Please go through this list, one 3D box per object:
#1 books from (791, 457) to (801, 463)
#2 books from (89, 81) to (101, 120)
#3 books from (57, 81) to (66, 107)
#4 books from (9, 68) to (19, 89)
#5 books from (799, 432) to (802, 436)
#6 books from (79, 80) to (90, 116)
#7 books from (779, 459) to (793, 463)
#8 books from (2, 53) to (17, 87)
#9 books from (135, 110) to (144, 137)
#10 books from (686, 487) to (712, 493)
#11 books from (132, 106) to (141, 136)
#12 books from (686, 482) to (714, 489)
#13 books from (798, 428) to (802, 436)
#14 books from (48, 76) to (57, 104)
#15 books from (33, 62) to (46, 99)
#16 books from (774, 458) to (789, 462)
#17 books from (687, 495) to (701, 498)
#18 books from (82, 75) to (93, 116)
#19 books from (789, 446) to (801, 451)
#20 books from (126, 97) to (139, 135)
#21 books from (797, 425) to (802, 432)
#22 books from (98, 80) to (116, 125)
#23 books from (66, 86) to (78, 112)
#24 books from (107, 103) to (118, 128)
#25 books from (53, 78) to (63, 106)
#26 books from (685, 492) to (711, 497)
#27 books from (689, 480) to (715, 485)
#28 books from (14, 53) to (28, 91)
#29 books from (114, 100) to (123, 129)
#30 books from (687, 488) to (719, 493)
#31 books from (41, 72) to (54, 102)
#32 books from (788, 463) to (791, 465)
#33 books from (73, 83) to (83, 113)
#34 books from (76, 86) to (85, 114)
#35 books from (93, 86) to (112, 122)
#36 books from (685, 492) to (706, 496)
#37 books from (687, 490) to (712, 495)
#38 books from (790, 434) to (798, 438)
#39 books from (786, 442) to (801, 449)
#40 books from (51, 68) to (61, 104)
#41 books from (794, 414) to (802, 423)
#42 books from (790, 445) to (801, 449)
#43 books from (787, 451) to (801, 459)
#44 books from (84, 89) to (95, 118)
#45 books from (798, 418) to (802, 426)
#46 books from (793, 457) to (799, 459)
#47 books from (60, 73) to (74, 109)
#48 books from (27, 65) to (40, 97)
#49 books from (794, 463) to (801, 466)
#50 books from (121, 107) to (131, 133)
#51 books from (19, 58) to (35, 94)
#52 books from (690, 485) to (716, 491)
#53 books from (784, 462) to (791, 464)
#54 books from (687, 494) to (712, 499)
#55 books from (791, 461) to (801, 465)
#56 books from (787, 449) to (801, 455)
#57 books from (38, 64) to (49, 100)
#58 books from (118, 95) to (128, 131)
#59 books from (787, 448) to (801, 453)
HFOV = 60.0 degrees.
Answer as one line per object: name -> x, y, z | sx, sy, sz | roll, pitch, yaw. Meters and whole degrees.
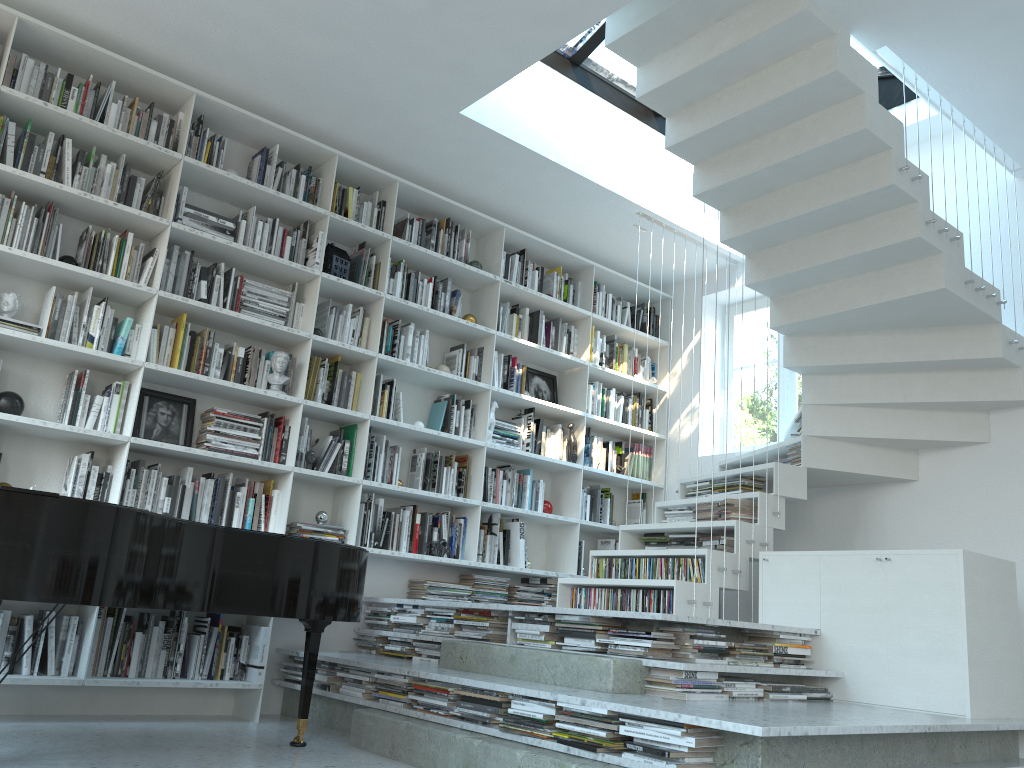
books -> 1.760, 0.448, 5.115 | 0.238, 0.018, 0.174 | 8, -15, -11
books -> -2.119, -1.366, 4.455 | 0.013, 0.275, 0.164 | 16, -18, -37
books -> -2.247, -1.367, 4.374 | 0.012, 0.215, 0.150 | 16, -18, -37
books -> -2.404, -1.398, 4.240 | 0.024, 0.182, 0.133 | 16, -18, -37
books -> 1.791, 0.303, 5.122 | 0.247, 0.015, 0.142 | 2, -15, 9
books -> -2.160, -1.365, 4.420 | 0.013, 0.251, 0.183 | 16, -18, -37
books -> 1.716, 0.482, 5.361 | 0.192, 0.006, 0.299 | 8, -16, -13
books -> -2.413, -1.433, 4.219 | 0.029, 0.237, 0.156 | 16, -18, -37
books -> -1.950, -1.286, 4.567 | 0.013, 0.206, 0.178 | 16, -18, -37
books -> 1.239, 0.671, 5.541 | 0.168, 0.005, 0.292 | 10, -16, -20
books -> -1.970, -1.298, 4.569 | 0.021, 0.228, 0.161 | 16, -18, -37
books -> 1.236, 0.643, 5.545 | 0.190, 0.015, 0.231 | 11, -17, -24
books -> 1.790, 0.283, 5.111 | 0.250, 0.017, 0.181 | 2, -15, 11
books -> -2.272, -1.376, 4.329 | 0.015, 0.207, 0.167 | 16, -18, -37
books -> -2.319, -1.411, 4.300 | 0.023, 0.250, 0.170 | 16, -18, -37
books -> 1.715, 0.472, 5.364 | 0.182, 0.016, 0.199 | 9, -16, -17
books -> 1.243, 0.707, 5.534 | 0.152, 0.005, 0.293 | 12, -17, -26
books -> -2.151, -1.385, 4.435 | 0.010, 0.298, 0.151 | 16, -18, -37
books -> 1.759, 0.395, 5.149 | 0.262, 0.016, 0.132 | 9, -16, -15
books -> -1.978, -1.321, 4.557 | 0.014, 0.265, 0.192 | 16, -18, -37
books -> 1.791, 0.261, 5.115 | 0.256, 0.010, 0.163 | 3, -15, 6
books -> -2.074, -1.368, 4.507 | 0.014, 0.314, 0.166 | 16, -18, -37
books -> -2.204, -1.350, 4.394 | 0.030, 0.201, 0.152 | 16, -18, -37
books -> -2.057, -1.304, 4.499 | 0.031, 0.189, 0.182 | 16, -19, -37
books -> -2.266, -1.379, 4.371 | 0.025, 0.234, 0.130 | 16, -18, -37
books -> 1.235, 0.700, 5.532 | 0.184, 0.006, 0.263 | 11, -16, -23
books -> 1.246, 0.631, 5.553 | 0.165, 0.014, 0.236 | 11, -16, -21
books -> -2.390, -1.438, 4.273 | 0.021, 0.278, 0.141 | 16, -18, -37
books -> -2.039, -1.318, 4.529 | 0.026, 0.235, 0.134 | 16, -18, -37
books -> 1.239, 0.677, 5.539 | 0.162, 0.008, 0.290 | 10, -16, -19
books -> -2.280, -1.384, 4.306 | 0.029, 0.207, 0.178 | 16, -18, -37
books -> 1.716, 0.502, 5.357 | 0.170, 0.010, 0.234 | 10, -16, -18
books -> -2.184, -1.362, 4.409 | 0.013, 0.234, 0.155 | 16, -18, -37
books -> -2.170, -1.351, 4.408 | 0.011, 0.215, 0.160 | 16, -18, -37
books -> -2.093, -1.357, 4.472 | 0.052, 0.272, 0.173 | 16, -18, -37
books -> 1.234, 0.694, 5.533 | 0.170, 0.006, 0.269 | 12, -17, -27
books -> 1.235, 0.686, 5.536 | 0.171, 0.011, 0.232 | 12, -17, -27
books -> 1.822, 0.339, 5.380 | 0.226, 0.012, 0.285 | -2, -16, 23
books -> 1.763, 0.374, 5.146 | 0.300, 0.007, 0.159 | 8, -16, -13
books -> -2.262, -1.401, 4.345 | 0.010, 0.263, 0.160 | 16, -18, -37
books -> 1.794, 0.205, 5.122 | 0.283, 0.012, 0.175 | 3, -15, 6
books -> 1.766, 0.378, 5.131 | 0.266, 0.008, 0.164 | 10, -16, -18
books -> 1.759, 0.419, 5.117 | 0.262, 0.023, 0.200 | 8, -15, -11
books -> -2.146, -1.348, 4.448 | 0.029, 0.235, 0.130 | 16, -18, -37
books -> 1.799, 0.227, 5.149 | 0.250, 0.017, 0.135 | 2, -15, 11
books -> 1.758, 0.438, 5.128 | 0.208, 0.008, 0.144 | 10, -16, -18
books -> -2.229, -1.387, 4.391 | 0.028, 0.267, 0.151 | 16, -18, -37
books -> -2.336, -1.401, 4.280 | 0.023, 0.219, 0.181 | 16, -18, -37
books -> 1.758, 0.475, 5.109 | 0.241, 0.008, 0.168 | 7, -15, -10
books -> -2.014, -1.297, 4.558 | 0.029, 0.213, 0.141 | 16, -18, -37
books -> -2.358, -1.423, 4.271 | 0.031, 0.254, 0.145 | 16, -18, -37
books -> 1.258, 0.664, 5.551 | 0.136, 0.017, 0.298 | 11, -16, -22
books -> 1.729, 0.493, 5.362 | 0.161, 0.012, 0.254 | 8, -16, -14
books -> 1.234, 0.716, 5.528 | 0.166, 0.018, 0.265 | 10, -16, -19
books -> 1.759, 0.463, 5.110 | 0.223, 0.015, 0.180 | 9, -16, -14
books -> 1.762, 0.409, 5.132 | 0.290, 0.006, 0.149 | 7, -15, -9
books -> -2.302, -1.406, 4.308 | 0.012, 0.249, 0.174 | 16, -18, -37
books -> -2.023, -1.330, 4.546 | 0.014, 0.268, 0.156 | 16, -18, -37
books -> 1.761, 0.403, 5.136 | 0.285, 0.007, 0.160 | 8, -15, -12
